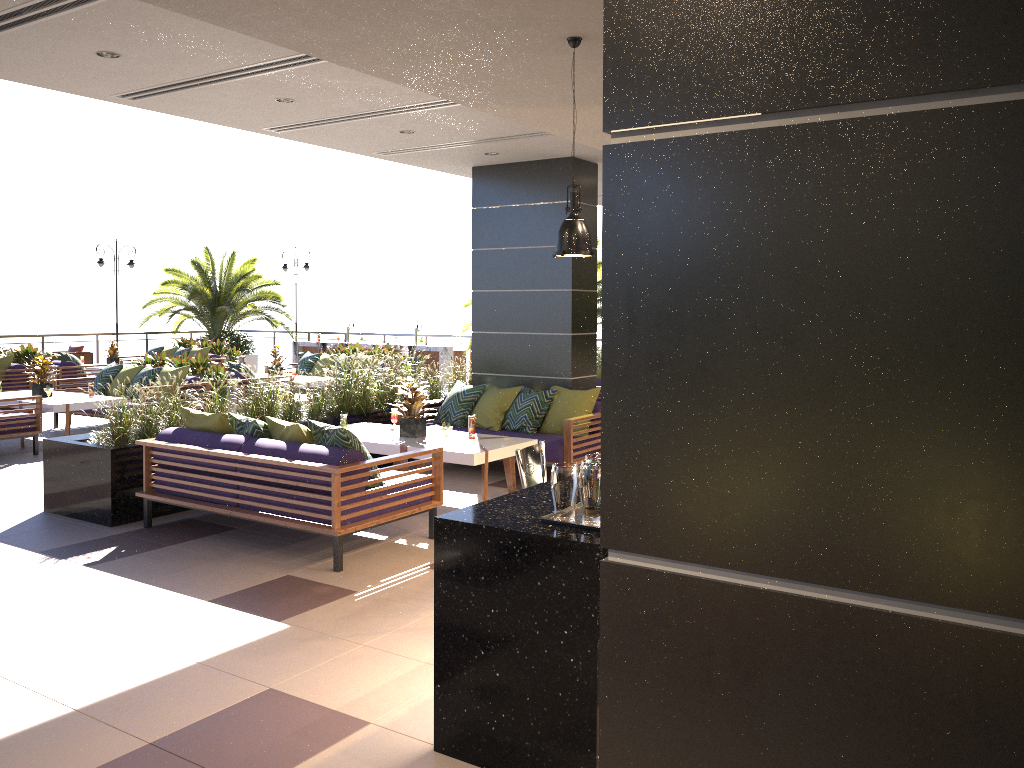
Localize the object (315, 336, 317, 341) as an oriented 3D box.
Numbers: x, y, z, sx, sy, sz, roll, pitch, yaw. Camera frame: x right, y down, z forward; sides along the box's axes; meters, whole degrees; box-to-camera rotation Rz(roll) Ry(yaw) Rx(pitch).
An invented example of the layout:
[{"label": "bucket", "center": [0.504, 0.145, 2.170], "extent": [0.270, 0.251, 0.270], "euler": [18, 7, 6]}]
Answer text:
[{"label": "object", "center": [-4.600, -1.018, 20.840], "extent": [0.105, 0.208, 0.105], "euler": [1, 2, 8]}]

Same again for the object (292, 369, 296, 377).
[{"label": "object", "center": [-3.391, -0.146, 13.778], "extent": [0.069, 0.181, 0.069], "euler": [1, 2, 21]}]

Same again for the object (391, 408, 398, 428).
[{"label": "object", "center": [-1.119, 0.322, 8.426], "extent": [0.069, 0.181, 0.069], "euler": [1, 2, 16]}]

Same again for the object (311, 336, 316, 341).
[{"label": "object", "center": [-4.657, -1.010, 20.740], "extent": [0.105, 0.208, 0.105], "euler": [1, 2, 8]}]

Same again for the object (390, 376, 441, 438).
[{"label": "object", "center": [-0.889, 0.202, 7.837], "extent": [0.425, 0.525, 0.431], "euler": [-3, 4, -44]}]

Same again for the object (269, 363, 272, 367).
[{"label": "object", "center": [-4.105, -0.267, 15.057], "extent": [0.082, 0.197, 0.069], "euler": [0, 2, -15]}]

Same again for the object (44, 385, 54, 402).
[{"label": "object", "center": [-5.557, 0.110, 10.617], "extent": [0.106, 0.197, 0.106], "euler": [-1, 2, -24]}]

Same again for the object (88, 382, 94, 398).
[{"label": "object", "center": [-5.264, 0.075, 11.075], "extent": [0.067, 0.189, 0.085], "euler": [-1, 2, -27]}]

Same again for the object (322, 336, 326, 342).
[{"label": "object", "center": [-4.395, -1.005, 20.701], "extent": [0.105, 0.208, 0.105], "euler": [1, 2, 8]}]

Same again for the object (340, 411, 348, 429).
[{"label": "object", "center": [-1.508, 0.348, 7.934], "extent": [0.069, 0.211, 0.069], "euler": [1, 2, 16]}]

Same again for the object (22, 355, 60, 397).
[{"label": "object", "center": [-5.909, -0.103, 11.161], "extent": [0.425, 0.525, 0.431], "euler": [-2, 4, -39]}]

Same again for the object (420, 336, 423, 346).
[{"label": "object", "center": [-1.890, -0.902, 18.498], "extent": [0.069, 0.197, 0.082], "euler": [0, 2, -20]}]

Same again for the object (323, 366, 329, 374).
[{"label": "object", "center": [-3.012, -0.200, 14.322], "extent": [0.106, 0.197, 0.106], "euler": [-1, 2, -24]}]

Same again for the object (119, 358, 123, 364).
[{"label": "object", "center": [-7.176, -0.377, 16.247], "extent": [0.067, 0.189, 0.085], "euler": [-1, 2, -27]}]

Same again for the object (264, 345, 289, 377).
[{"label": "object", "center": [-3.817, -0.367, 14.323], "extent": [0.430, 0.525, 0.425], "euler": [-3, 4, -44]}]

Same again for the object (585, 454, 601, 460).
[{"label": "object", "center": [0.337, 0.389, 3.518], "extent": [0.105, 0.208, 0.105], "euler": [2, 3, 38]}]

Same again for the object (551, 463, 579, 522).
[{"label": "object", "center": [0.198, 0.406, 3.314], "extent": [0.105, 0.208, 0.105], "euler": [2, 3, 38]}]

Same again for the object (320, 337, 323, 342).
[{"label": "object", "center": [-4.464, -0.998, 20.617], "extent": [0.105, 0.208, 0.105], "euler": [1, 2, 8]}]

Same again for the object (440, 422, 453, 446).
[{"label": "object", "center": [-0.541, 0.411, 7.326], "extent": [0.106, 0.197, 0.106], "euler": [-1, 2, -29]}]

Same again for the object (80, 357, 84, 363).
[{"label": "object", "center": [-8.198, -0.431, 16.882], "extent": [0.069, 0.181, 0.069], "euler": [1, 2, 21]}]

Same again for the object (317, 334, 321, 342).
[{"label": "object", "center": [-4.393, -1.049, 20.148], "extent": [0.067, 0.189, 0.085], "euler": [-1, 2, -32]}]

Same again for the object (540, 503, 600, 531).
[{"label": "object", "center": [0.332, 0.496, 3.375], "extent": [0.273, 0.018, 0.438], "euler": [3, 6, 33]}]

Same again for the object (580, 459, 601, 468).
[{"label": "object", "center": [0.312, 0.400, 3.391], "extent": [0.105, 0.208, 0.105], "euler": [2, 3, 38]}]

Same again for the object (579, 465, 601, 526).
[{"label": "object", "center": [0.298, 0.411, 3.256], "extent": [0.105, 0.208, 0.105], "euler": [2, 3, 38]}]

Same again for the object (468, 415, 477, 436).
[{"label": "object", "center": [-0.353, 0.368, 7.879], "extent": [0.067, 0.189, 0.085], "euler": [-1, 2, -32]}]

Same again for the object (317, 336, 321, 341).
[{"label": "object", "center": [-4.522, -1.008, 20.726], "extent": [0.105, 0.208, 0.105], "euler": [1, 2, 8]}]

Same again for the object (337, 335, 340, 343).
[{"label": "object", "center": [-3.888, -1.015, 19.820], "extent": [0.069, 0.181, 0.069], "euler": [0, 2, 5]}]

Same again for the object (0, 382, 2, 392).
[{"label": "object", "center": [-6.503, 0.048, 11.211], "extent": [0.069, 0.211, 0.069], "euler": [1, 2, 21]}]

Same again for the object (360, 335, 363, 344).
[{"label": "object", "center": [-3.301, -0.994, 19.432], "extent": [0.069, 0.211, 0.069], "euler": [1, 2, 16]}]

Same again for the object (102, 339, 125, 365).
[{"label": "object", "center": [-7.593, -0.594, 16.800], "extent": [0.425, 0.525, 0.431], "euler": [-1, 3, -29]}]
